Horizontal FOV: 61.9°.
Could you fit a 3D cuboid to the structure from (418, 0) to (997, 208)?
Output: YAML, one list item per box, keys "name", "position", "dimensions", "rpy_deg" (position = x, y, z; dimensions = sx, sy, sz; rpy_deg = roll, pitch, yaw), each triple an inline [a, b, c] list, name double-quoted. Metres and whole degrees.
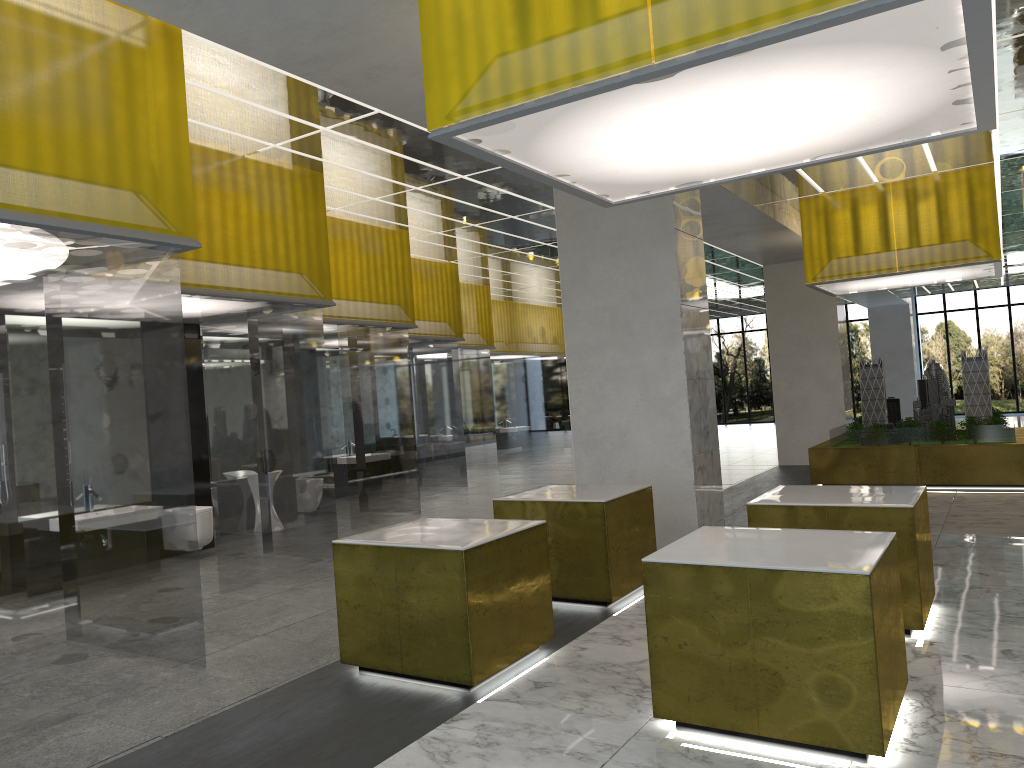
- name: "structure"
  position: [1.513, -2.982, 6.321]
  dimensions: [3.440, 2.269, 3.063]
  rpy_deg: [-4, -1, 32]

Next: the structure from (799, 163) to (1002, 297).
- name: "structure"
  position: [8.012, -3.238, 17.549]
  dimensions: [3.441, 2.269, 3.064]
  rpy_deg: [-4, -1, 32]

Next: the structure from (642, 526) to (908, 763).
- name: "structure"
  position: [1.839, 1.694, 5.870]
  dimensions: [1.443, 1.173, 1.363]
  rpy_deg: [-4, -1, 32]

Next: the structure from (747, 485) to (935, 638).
- name: "structure"
  position: [3.176, 1.642, 8.180]
  dimensions: [1.443, 1.173, 1.363]
  rpy_deg: [-4, -1, 32]

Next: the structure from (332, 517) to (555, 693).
- name: "structure"
  position: [-0.579, 1.880, 7.539]
  dimensions: [1.443, 1.173, 1.363]
  rpy_deg: [-4, -1, 32]

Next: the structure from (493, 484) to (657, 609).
- name: "structure"
  position: [0.755, 1.827, 9.844]
  dimensions: [1.443, 1.173, 1.363]
  rpy_deg: [-4, -1, 32]

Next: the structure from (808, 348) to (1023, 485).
- name: "structure"
  position: [8.945, 0.609, 18.494]
  dimensions: [4.092, 2.571, 4.861]
  rpy_deg: [-4, -1, 32]

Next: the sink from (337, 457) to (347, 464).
- name: "sink"
  position: [-3.884, 1.840, 21.968]
  dimensions: [0.925, 1.053, 1.310]
  rpy_deg: [-4, -1, 32]

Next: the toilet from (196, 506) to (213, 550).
- name: "toilet"
  position: [-5.310, 2.386, 14.055]
  dimensions: [0.882, 0.687, 0.478]
  rpy_deg: [-4, -1, 33]
